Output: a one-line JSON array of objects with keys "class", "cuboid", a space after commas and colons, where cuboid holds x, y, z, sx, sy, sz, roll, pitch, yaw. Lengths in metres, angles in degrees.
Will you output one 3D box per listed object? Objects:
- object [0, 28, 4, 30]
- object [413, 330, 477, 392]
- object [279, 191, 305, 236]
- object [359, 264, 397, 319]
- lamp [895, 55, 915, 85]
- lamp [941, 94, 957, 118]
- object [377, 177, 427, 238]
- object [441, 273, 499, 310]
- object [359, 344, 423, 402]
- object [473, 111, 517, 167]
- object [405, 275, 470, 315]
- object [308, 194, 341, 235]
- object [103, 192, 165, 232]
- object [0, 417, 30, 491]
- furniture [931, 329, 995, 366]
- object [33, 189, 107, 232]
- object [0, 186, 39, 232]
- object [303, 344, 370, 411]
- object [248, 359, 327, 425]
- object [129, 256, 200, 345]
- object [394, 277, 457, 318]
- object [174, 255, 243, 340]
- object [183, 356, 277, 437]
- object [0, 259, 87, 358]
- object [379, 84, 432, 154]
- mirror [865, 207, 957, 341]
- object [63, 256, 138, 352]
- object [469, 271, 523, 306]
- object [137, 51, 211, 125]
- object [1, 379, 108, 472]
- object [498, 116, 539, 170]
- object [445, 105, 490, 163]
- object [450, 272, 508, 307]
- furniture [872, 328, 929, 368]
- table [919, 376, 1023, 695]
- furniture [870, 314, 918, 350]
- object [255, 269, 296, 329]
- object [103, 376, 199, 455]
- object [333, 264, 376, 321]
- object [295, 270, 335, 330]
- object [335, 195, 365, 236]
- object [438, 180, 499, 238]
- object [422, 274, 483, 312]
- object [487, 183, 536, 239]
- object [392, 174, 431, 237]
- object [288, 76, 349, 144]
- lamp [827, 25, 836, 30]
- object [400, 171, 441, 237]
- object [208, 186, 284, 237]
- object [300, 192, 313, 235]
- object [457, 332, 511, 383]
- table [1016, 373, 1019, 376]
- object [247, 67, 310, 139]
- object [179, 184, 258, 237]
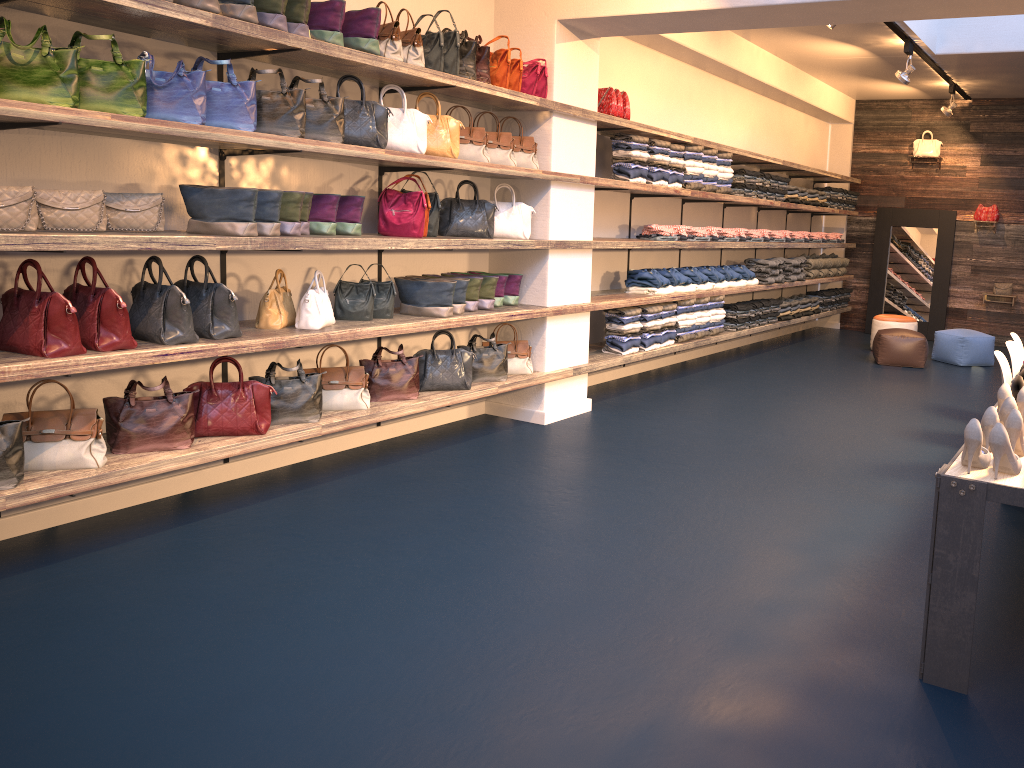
[{"class": "object", "cuboid": [-2.030, -1.189, 3.068, 0.382, 0.336, 0.215, 2, 8, -5]}, {"class": "object", "cuboid": [-0.432, -0.157, 5.543, 0.454, 0.382, 0.181, -2, 9, -25]}, {"class": "object", "cuboid": [-1.253, -0.871, 4.418, 0.411, 0.233, 0.182, 4, 9, 6]}, {"class": "object", "cuboid": [-0.803, -0.544, 5.116, 0.245, 0.326, 0.105, 0, 8, -14]}, {"class": "lamp", "cuboid": [4.115, -3.278, 9.087, 0.189, 0.324, 0.233, 1, 9, -12]}, {"class": "lamp", "cuboid": [5.747, -3.646, 11.415, 0.189, 0.324, 0.233, 1, 9, -12]}, {"class": "object", "cuboid": [-0.658, -1.055, 5.168, 0.266, 0.358, 0.203, -3, 10, -32]}, {"class": "object", "cuboid": [-0.292, -0.626, 5.912, 0.406, 0.233, 0.184, 5, 9, 10]}, {"class": "object", "cuboid": [-0.713, -0.070, 5.166, 0.399, 0.336, 0.206, -1, 9, -21]}, {"class": "object", "cuboid": [-0.161, -1.642, 5.823, 0.403, 0.363, 0.171, 0, 8, -18]}, {"class": "object", "cuboid": [-0.475, -0.568, 5.553, 0.415, 0.229, 0.181, 3, 9, 2]}, {"class": "object", "cuboid": [-1.144, -0.935, 4.772, 0.411, 0.233, 0.182, 4, 9, 6]}, {"class": "object", "cuboid": [-1.680, -0.762, 3.828, 0.292, 0.174, 0.096, -5, 11, -37]}, {"class": "object", "cuboid": [-2.038, 0.236, 3.245, 0.396, 0.336, 0.207, 0, 9, -18]}, {"class": "furniture", "cuboid": [5.564, -0.467, 10.696, 0.684, 0.419, 0.620, 0, 10, -18]}, {"class": "object", "cuboid": [-1.805, -0.712, 3.538, 0.292, 0.174, 0.096, -5, 11, -39]}, {"class": "object", "cuboid": [-1.934, -0.661, 3.243, 0.289, 0.174, 0.097, -3, 9, -29]}, {"class": "object", "cuboid": [-0.994, -0.039, 4.862, 0.403, 0.363, 0.171, 0, 8, -18]}, {"class": "object", "cuboid": [-1.159, 0.038, 4.498, 0.396, 0.336, 0.207, 0, 9, -18]}, {"class": "object", "cuboid": [-1.582, -0.385, 3.919, 0.396, 0.382, 0.208, 8, 10, 32]}, {"class": "object", "cuboid": [-0.535, -0.535, 5.371, 0.404, 0.229, 0.185, 5, 9, 12]}, {"class": "object", "cuboid": [-1.461, -0.420, 4.127, 0.401, 0.382, 0.206, 7, 9, 24]}, {"class": "object", "cuboid": [-1.371, 0.052, 4.216, 0.452, 0.382, 0.183, -1, 9, -22]}, {"class": "object", "cuboid": [-1.895, -0.309, 3.485, 0.402, 0.382, 0.205, 7, 9, 23]}, {"class": "object", "cuboid": [-0.674, -1.520, 4.985, 0.451, 0.382, 0.183, -1, 9, -22]}, {"class": "mirror", "cuboid": [5.940, -1.649, 12.956, 1.078, 1.900, 0.288, 7, 9, 30]}, {"class": "object", "cuboid": [-1.762, -0.348, 3.677, 0.397, 0.382, 0.207, 8, 10, 29]}, {"class": "object", "cuboid": [-0.122, -0.687, 6.268, 0.404, 0.233, 0.185, 5, 9, 12]}, {"class": "object", "cuboid": [-1.525, -1.290, 3.809, 0.402, 0.302, 0.176, -3, 9, -29]}, {"class": "object", "cuboid": [-1.895, 0.164, 3.577, 0.403, 0.363, 0.171, 0, 8, -18]}, {"class": "object", "cuboid": [-0.004, -1.677, 6.046, 0.403, 0.363, 0.171, 0, 8, -18]}, {"class": "object", "cuboid": [-0.333, -1.603, 5.577, 0.403, 0.363, 0.171, 0, 8, -18]}, {"class": "object", "cuboid": [-0.233, -0.659, 6.093, 0.412, 0.233, 0.182, 4, 9, 5]}, {"class": "furniture", "cuboid": [4.624, -0.451, 10.341, 0.623, 0.419, 0.681, 6, 10, 17]}, {"class": "table", "cuboid": [2.695, 0.576, 3.802, 1.151, 0.733, 2.743, 10, 13, 33]}, {"class": "furniture", "cuboid": [4.968, -0.649, 11.293, 0.538, 0.476, 0.628, 9, 12, 35]}, {"class": "object", "cuboid": [-1.235, -0.454, 4.574, 0.154, 0.306, 0.344, 3, 9, 4]}, {"class": "object", "cuboid": [-1.611, 0.132, 3.885, 0.399, 0.336, 0.206, -1, 9, -21]}, {"class": "object", "cuboid": [-0.901, -0.521, 4.970, 0.245, 0.326, 0.105, 0, 8, -14]}, {"class": "object", "cuboid": [-1.049, -0.458, 4.651, 0.154, 0.306, 0.344, 3, 9, 4]}, {"class": "object", "cuboid": [-1.032, -0.966, 4.962, 0.403, 0.233, 0.185, 5, 9, 12]}, {"class": "object", "cuboid": [-0.295, -1.177, 5.843, 0.454, 0.382, 0.181, -2, 9, -25]}, {"class": "object", "cuboid": [-0.397, -0.597, 5.737, 0.412, 0.233, 0.182, 4, 9, 5]}, {"class": "object", "cuboid": [-0.047, -1.211, 6.084, 0.445, 0.382, 0.185, 0, 8, -16]}, {"class": "object", "cuboid": [-0.646, -1.095, 5.315, 0.273, 0.381, 0.211, -3, 10, -35]}, {"class": "object", "cuboid": [-1.032, -1.406, 4.451, 0.396, 0.336, 0.207, 0, 9, -18]}, {"class": "lamp", "cuboid": [2.495, -2.912, 6.777, 0.251, 0.325, 0.175, 0, 8, -13]}, {"class": "object", "cuboid": [-0.593, -1.133, 5.461, 0.294, 0.407, 0.137, 2, 7, 0]}, {"class": "object", "cuboid": [-1.312, -0.840, 4.233, 0.414, 0.229, 0.181, 4, 9, 3]}, {"class": "object", "cuboid": [-1.248, -0.908, 4.607, 0.406, 0.233, 0.184, 5, 9, 10]}, {"class": "object", "cuboid": [-0.183, -0.183, 5.890, 0.396, 0.336, 0.207, 0, 9, -18]}, {"class": "table", "cuboid": [4.270, 0.221, 6.047, 1.151, 0.733, 2.743, 10, 13, 33]}, {"class": "object", "cuboid": [-1.190, -1.372, 4.233, 0.380, 0.336, 0.216, 2, 8, -3]}, {"class": "object", "cuboid": [-1.365, -0.810, 4.063, 0.404, 0.229, 0.186, 5, 9, 12]}]
